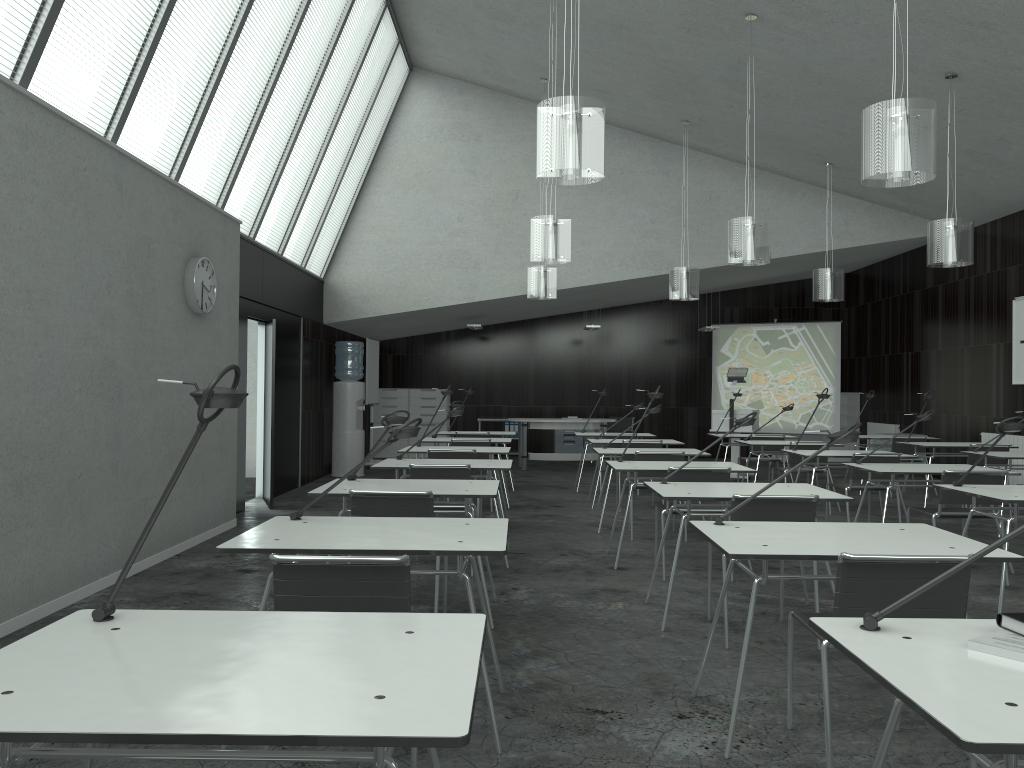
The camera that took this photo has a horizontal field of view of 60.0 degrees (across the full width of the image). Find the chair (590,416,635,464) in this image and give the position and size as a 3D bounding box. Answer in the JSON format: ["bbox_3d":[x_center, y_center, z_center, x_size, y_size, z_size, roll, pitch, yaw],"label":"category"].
[{"bbox_3d":[1.586,0.993,14.012,0.560,0.825,0.587,0,-1,40],"label":"chair"}]

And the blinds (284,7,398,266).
[{"bbox_3d":[-1.891,-2.997,9.881,1.106,2.982,0.889,1,-1,1],"label":"blinds"}]

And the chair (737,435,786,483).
[{"bbox_3d":[2.781,0.996,9.892,0.428,0.765,0.555,1,-1,-2],"label":"chair"}]

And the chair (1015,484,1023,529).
[{"bbox_3d":[4.357,0.986,7.093,0.428,0.765,0.555,1,-1,3],"label":"chair"}]

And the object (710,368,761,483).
[{"bbox_3d":[2.911,0.577,11.561,0.559,1.639,0.680,0,-1,25],"label":"object"}]

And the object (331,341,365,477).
[{"bbox_3d":[-2.162,0.364,11.749,0.436,1.967,0.436,1,-1,-10],"label":"object"}]

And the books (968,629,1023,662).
[{"bbox_3d":[1.063,0.561,1.716,0.297,0.021,0.210,1,-1,-36],"label":"books"}]

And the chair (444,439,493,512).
[{"bbox_3d":[-0.430,0.951,8.500,0.428,0.765,0.555,1,-1,-11],"label":"chair"}]

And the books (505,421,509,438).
[{"bbox_3d":[-0.086,0.854,15.175,0.072,0.320,0.262,1,-1,1],"label":"books"}]

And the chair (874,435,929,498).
[{"bbox_3d":[4.388,1.013,10.009,0.428,0.765,0.555,1,-1,-1],"label":"chair"}]

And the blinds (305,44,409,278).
[{"bbox_3d":[-1.882,-2.988,10.870,1.106,2.982,0.889,1,-1,1],"label":"blinds"}]

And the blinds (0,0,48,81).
[{"bbox_3d":[-1.952,-3.034,3.949,1.094,2.949,0.889,1,-1,1],"label":"blinds"}]

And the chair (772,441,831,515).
[{"bbox_3d":[2.786,0.984,8.557,0.428,0.765,0.555,1,-1,-3],"label":"chair"}]

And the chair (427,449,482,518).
[{"bbox_3d":[-0.451,0.938,7.043,0.428,0.765,0.555,1,-1,4],"label":"chair"}]

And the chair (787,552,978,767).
[{"bbox_3d":[1.122,0.915,2.740,0.428,0.765,0.555,1,-1,1],"label":"chair"}]

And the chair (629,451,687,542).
[{"bbox_3d":[1.136,0.953,6.995,0.428,0.765,0.555,1,-1,3],"label":"chair"}]

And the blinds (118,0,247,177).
[{"bbox_3d":[-1.934,-3.016,5.926,1.094,2.949,0.889,1,-1,1],"label":"blinds"}]

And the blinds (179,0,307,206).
[{"bbox_3d":[-1.925,-3.007,6.916,1.094,2.949,0.889,1,-1,1],"label":"blinds"}]

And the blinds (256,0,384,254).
[{"bbox_3d":[-1.907,-2.990,8.892,1.094,2.949,0.889,1,-1,1],"label":"blinds"}]

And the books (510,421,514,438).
[{"bbox_3d":[0.000,0.855,15.174,0.072,0.320,0.262,1,-1,1],"label":"books"}]

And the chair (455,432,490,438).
[{"bbox_3d":[-0.428,0.964,9.940,0.428,0.765,0.555,1,-1,2],"label":"chair"}]

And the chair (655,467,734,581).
[{"bbox_3d":[1.131,0.940,5.581,0.428,0.765,0.555,1,-1,1],"label":"chair"}]

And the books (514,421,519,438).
[{"bbox_3d":[0.075,0.855,15.173,0.072,0.320,0.262,1,-1,1],"label":"books"}]

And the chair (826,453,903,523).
[{"bbox_3d":[2.791,0.970,7.042,0.428,0.765,0.555,1,-1,-4],"label":"chair"}]

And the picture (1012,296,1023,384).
[{"bbox_3d":[5.716,-0.562,8.230,0.050,1.102,3.818,1,-1,1],"label":"picture"}]

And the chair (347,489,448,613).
[{"bbox_3d":[-0.531,0.911,4.198,0.428,0.765,0.555,1,-1,4],"label":"chair"}]

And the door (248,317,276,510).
[{"bbox_3d":[-2.421,0.308,8.768,0.365,2.020,0.940,1,-1,1],"label":"door"}]

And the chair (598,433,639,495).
[{"bbox_3d":[1.188,0.981,10.003,0.428,0.765,0.555,1,-1,0],"label":"chair"}]

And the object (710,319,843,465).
[{"bbox_3d":[4.202,0.132,14.230,2.051,2.602,0.673,0,-1,25],"label":"object"}]

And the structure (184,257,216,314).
[{"bbox_3d":[-2.236,-0.786,6.373,0.077,0.446,0.446,1,-1,1],"label":"structure"}]

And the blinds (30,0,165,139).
[{"bbox_3d":[-1.943,-3.025,4.938,1.094,2.949,0.889,1,-1,1],"label":"blinds"}]

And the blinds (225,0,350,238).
[{"bbox_3d":[-1.916,-2.999,7.905,1.094,2.949,0.889,1,-1,1],"label":"blinds"}]

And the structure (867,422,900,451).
[{"bbox_3d":[5.734,1.022,13.736,0.079,0.688,1.129,1,-1,1],"label":"structure"}]

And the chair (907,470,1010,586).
[{"bbox_3d":[2.770,0.957,5.530,0.428,0.765,0.555,1,-1,1],"label":"chair"}]

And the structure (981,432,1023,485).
[{"bbox_3d":[5.701,0.990,10.207,0.079,0.688,1.129,1,-1,1],"label":"structure"}]

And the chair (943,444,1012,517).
[{"bbox_3d":[4.417,0.999,8.424,0.428,0.765,0.555,1,-1,-1],"label":"chair"}]

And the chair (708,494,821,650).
[{"bbox_3d":[1.169,0.928,4.166,0.428,0.765,0.555,1,-1,1],"label":"chair"}]

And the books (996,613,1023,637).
[{"bbox_3d":[1.093,0.536,1.751,0.183,0.032,0.164,1,-1,-6],"label":"books"}]

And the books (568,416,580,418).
[{"bbox_3d":[0.900,0.536,12.927,0.164,0.032,0.183,0,-1,14],"label":"books"}]

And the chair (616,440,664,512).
[{"bbox_3d":[1.232,0.968,8.600,0.428,0.765,0.555,1,-1,1],"label":"chair"}]

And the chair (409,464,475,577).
[{"bbox_3d":[-0.447,0.925,5.645,0.428,0.765,0.555,1,-1,0],"label":"chair"}]

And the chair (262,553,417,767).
[{"bbox_3d":[-0.471,0.898,2.646,0.428,0.765,0.555,1,-1,1],"label":"chair"}]

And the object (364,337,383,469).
[{"bbox_3d":[-2.052,0.313,12.928,0.560,2.091,0.553,1,-1,-36],"label":"object"}]
